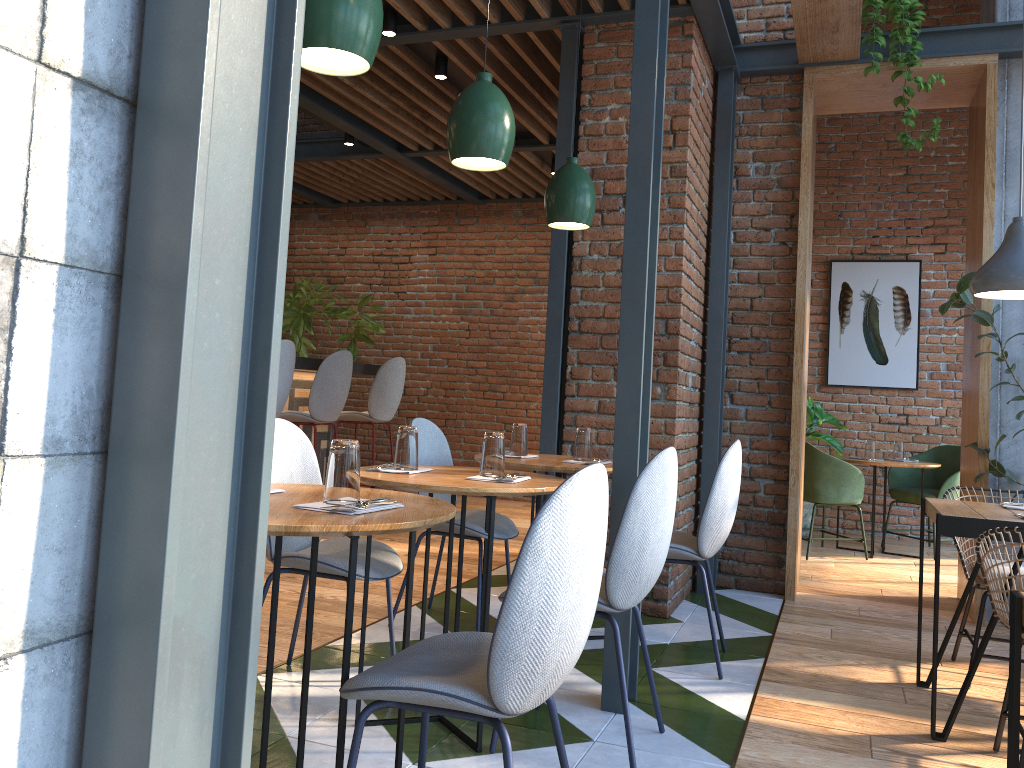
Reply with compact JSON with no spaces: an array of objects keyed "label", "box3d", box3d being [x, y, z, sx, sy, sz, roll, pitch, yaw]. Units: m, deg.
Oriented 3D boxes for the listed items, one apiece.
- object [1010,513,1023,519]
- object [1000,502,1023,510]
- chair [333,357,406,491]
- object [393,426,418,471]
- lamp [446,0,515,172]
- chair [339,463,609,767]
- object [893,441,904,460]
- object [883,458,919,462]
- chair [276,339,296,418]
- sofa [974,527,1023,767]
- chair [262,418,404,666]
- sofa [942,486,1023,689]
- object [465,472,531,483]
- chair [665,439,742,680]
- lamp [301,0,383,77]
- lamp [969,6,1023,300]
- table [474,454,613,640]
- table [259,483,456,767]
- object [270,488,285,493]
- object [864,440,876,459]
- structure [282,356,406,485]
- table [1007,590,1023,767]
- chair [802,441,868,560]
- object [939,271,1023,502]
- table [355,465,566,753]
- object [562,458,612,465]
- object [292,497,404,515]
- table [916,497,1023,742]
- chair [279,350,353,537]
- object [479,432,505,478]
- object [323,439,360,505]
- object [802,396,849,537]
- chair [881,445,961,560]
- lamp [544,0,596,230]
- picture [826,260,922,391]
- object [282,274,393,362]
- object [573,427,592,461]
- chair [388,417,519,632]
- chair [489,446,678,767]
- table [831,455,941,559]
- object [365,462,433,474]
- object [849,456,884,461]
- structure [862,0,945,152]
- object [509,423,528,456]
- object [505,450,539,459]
[{"label":"object","box3d":[1.739,0.430,2.858,0.243,0.019,0.157,3,-1,17]},{"label":"object","box3d":[1.889,0.443,3.172,0.243,0.019,0.157,3,-1,24]},{"label":"chair","box3d":[-1.067,0.414,6.453,0.508,1.247,0.417,2,-3,20]},{"label":"object","box3d":[-0.337,0.205,2.843,0.080,0.138,0.080,5,-3,-30]},{"label":"lamp","box3d":[-0.050,-1.722,2.937,0.224,2.028,0.223,2,-4,24]},{"label":"chair","box3d":[-0.081,0.586,1.778,0.508,0.890,0.417,2,-3,22]},{"label":"object","box3d":[2.900,0.499,6.645,0.080,0.138,0.080,1,-4,41]},{"label":"object","box3d":[2.923,0.566,6.638,0.157,0.019,0.242,4,-1,-22]},{"label":"chair","box3d":[-1.532,0.358,5.033,0.508,1.247,0.417,2,-3,17]},{"label":"sofa","box3d":[1.859,0.781,2.374,1.092,0.735,0.469,3,-3,21]},{"label":"chair","box3d":[-0.621,0.571,2.963,0.508,0.890,0.417,2,-3,17]},{"label":"sofa","box3d":[2.252,0.817,3.429,1.092,0.735,0.469,3,-3,21]},{"label":"object","box3d":[-0.043,0.287,2.748,0.157,0.019,0.242,3,-1,17]},{"label":"chair","box3d":[0.647,0.651,3.560,0.508,0.890,0.417,2,-3,17]},{"label":"lamp","box3d":[-0.361,-1.751,2.105,0.224,2.028,0.223,2,-4,24]},{"label":"lamp","box3d":[2.151,-2.597,3.679,0.353,4.503,0.351,2,-4,25]},{"label":"table","box3d":[0.168,0.696,3.737,0.698,0.749,0.699,4,-2,-23]},{"label":"table","box3d":[-0.495,0.635,1.957,0.700,0.749,0.697,2,-3,31]},{"label":"object","box3d":[-0.649,0.243,2.074,0.157,0.019,0.242,3,-1,26]},{"label":"object","box3d":[2.639,0.483,6.526,0.080,0.138,0.080,1,-4,41]},{"label":"structure","box3d":[-3.044,0.209,5.149,2.918,1.400,4.907,3,-1,21]},{"label":"table","box3d":[1.373,0.749,1.073,1.272,0.708,0.656,3,-2,21]},{"label":"chair","box3d":[2.211,0.812,6.419,0.514,0.821,0.637,4,-3,-16]},{"label":"object","box3d":[2.636,0.321,4.122,1.062,1.778,1.015,4,-3,-11]},{"label":"table","box3d":[-0.185,0.664,2.790,0.698,0.749,0.699,4,-3,-27]},{"label":"object","box3d":[0.312,0.319,3.688,0.157,0.019,0.242,3,-1,24]},{"label":"object","box3d":[-0.356,0.258,1.912,0.157,0.019,0.242,3,-1,26]},{"label":"table","box3d":[2.052,0.812,2.894,1.272,0.708,0.656,3,-2,21]},{"label":"chair","box3d":[-1.334,0.390,5.773,0.508,1.247,0.417,2,-3,18]},{"label":"object","box3d":[-0.058,0.220,2.771,0.080,0.138,0.080,2,-3,30]},{"label":"object","box3d":[-0.368,0.191,1.937,0.080,0.138,0.080,3,-3,-1]},{"label":"object","box3d":[2.367,0.643,7.312,0.633,1.199,0.713,4,-3,-19]},{"label":"chair","box3d":[3.197,0.871,6.714,0.514,0.821,0.638,4,-3,-21]},{"label":"lamp","box3d":[0.302,-1.690,3.883,0.224,2.028,0.223,2,-4,24]},{"label":"picture","box3d":[3.061,-0.509,7.509,0.726,1.098,0.022,2,-4,21]},{"label":"object","box3d":[-1.965,-0.035,8.660,1.517,2.102,1.079,2,-3,26]},{"label":"object","box3d":[0.299,0.253,3.712,0.080,0.138,0.080,3,-3,7]},{"label":"chair","box3d":[-0.227,0.606,3.894,0.508,0.890,0.417,2,-3,22]},{"label":"chair","box3d":[0.219,0.614,2.643,0.508,0.890,0.417,2,-3,22]},{"label":"table","box3d":[2.723,0.908,6.566,0.807,0.689,0.805,3,-2,4]},{"label":"object","box3d":[-0.357,0.271,2.866,0.157,0.019,0.242,3,-1,17]},{"label":"object","box3d":[2.606,0.547,6.533,0.157,0.019,0.242,4,-1,-22]},{"label":"structure","box3d":[1.913,-1.668,4.498,0.513,0.971,0.662,3,-3,13]},{"label":"object","box3d":[0.031,0.239,3.817,0.080,0.138,0.080,5,-3,-33]},{"label":"object","box3d":[0.014,0.305,3.842,0.157,0.019,0.242,3,-1,24]}]
